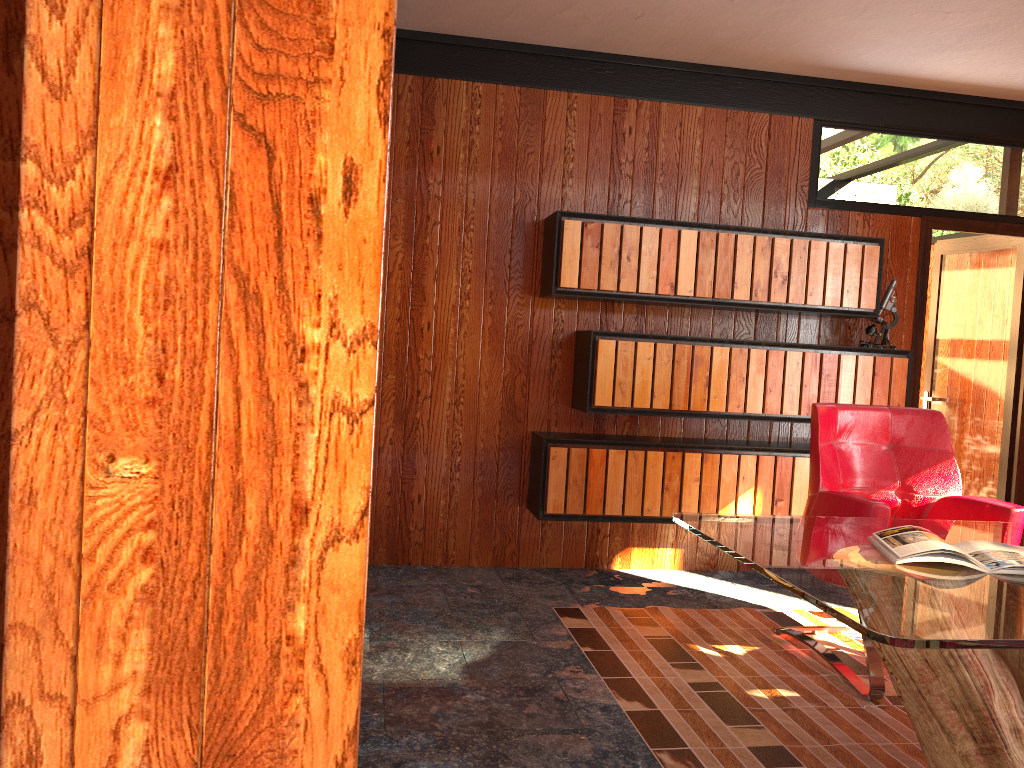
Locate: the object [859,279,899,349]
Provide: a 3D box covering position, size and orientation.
[{"bbox_3d":[1.869,-0.356,4.492,0.181,0.354,0.142,5,3,27],"label":"object"}]

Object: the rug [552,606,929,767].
[{"bbox_3d":[1.568,1.072,2.825,2.439,0.042,2.410,3,3,-9],"label":"rug"}]

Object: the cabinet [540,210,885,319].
[{"bbox_3d":[0.988,-0.572,4.377,1.653,0.390,0.321,3,3,-9],"label":"cabinet"}]

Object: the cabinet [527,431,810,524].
[{"bbox_3d":[0.926,0.480,4.423,1.653,0.390,0.321,3,3,-9],"label":"cabinet"}]

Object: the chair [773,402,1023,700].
[{"bbox_3d":[1.432,0.574,3.331,0.621,0.956,0.839,3,3,-10],"label":"chair"}]

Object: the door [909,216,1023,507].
[{"bbox_3d":[2.432,0.081,5.174,0.751,1.955,0.734,3,3,-9],"label":"door"}]

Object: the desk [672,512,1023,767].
[{"bbox_3d":[1.480,0.781,2.290,1.900,0.632,1.150,3,3,-9],"label":"desk"}]

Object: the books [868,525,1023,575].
[{"bbox_3d":[1.165,0.422,2.262,0.422,0.049,0.300,4,3,10],"label":"books"}]

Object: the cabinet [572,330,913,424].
[{"bbox_3d":[1.152,-0.023,4.433,1.653,0.390,0.321,3,3,-9],"label":"cabinet"}]
